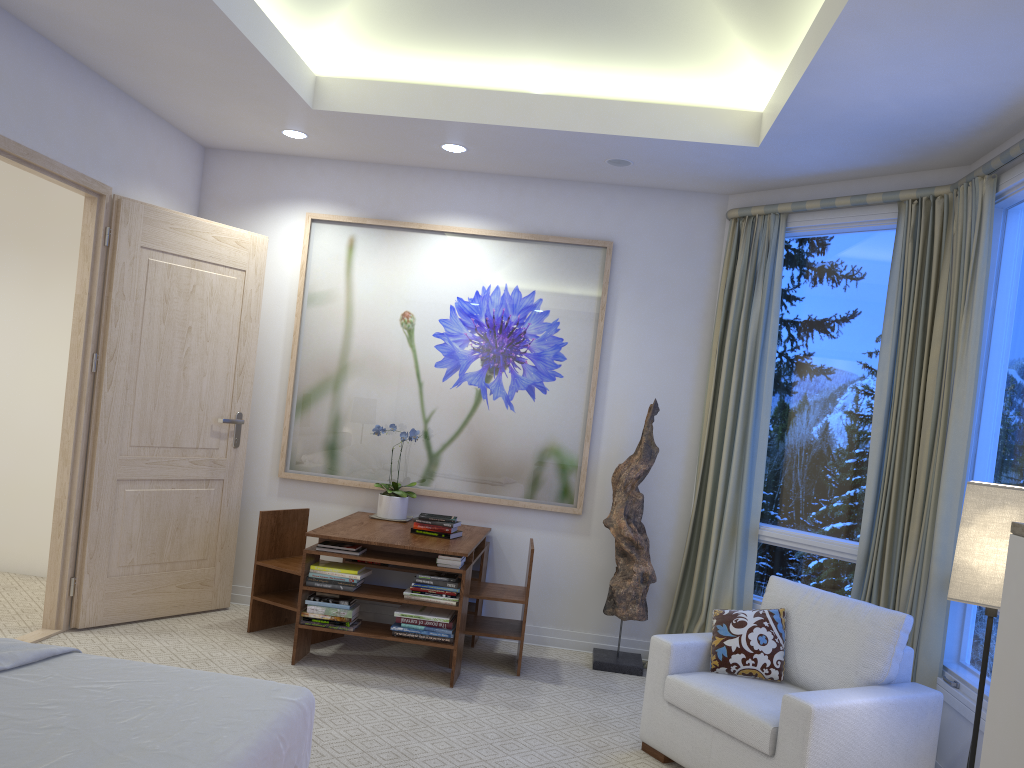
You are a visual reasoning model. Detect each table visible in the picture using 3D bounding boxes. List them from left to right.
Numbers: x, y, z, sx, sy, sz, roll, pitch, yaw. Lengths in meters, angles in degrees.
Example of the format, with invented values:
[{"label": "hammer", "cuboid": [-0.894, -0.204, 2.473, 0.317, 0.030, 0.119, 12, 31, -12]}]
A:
[{"label": "table", "cuboid": [-0.552, 1.021, 4.388, 0.740, 0.600, 0.900, 6, -1, 5]}]

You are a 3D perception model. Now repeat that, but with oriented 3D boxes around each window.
[{"label": "window", "cuboid": [1.813, 0.193, 2.876, 0.206, 2.029, 1.512, 7, 1, 5]}, {"label": "window", "cuboid": [1.198, 0.081, 1.277, 0.813, 2.027, 6.847, 7, -1, 5]}]

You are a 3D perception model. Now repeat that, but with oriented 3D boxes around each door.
[{"label": "door", "cuboid": [-1.873, 0.129, 4.023, 0.360, 2.058, 1.786, 7, 0, 22]}]

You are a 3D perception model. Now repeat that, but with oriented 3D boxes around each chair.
[{"label": "chair", "cuboid": [-1.055, 0.961, 4.464, 0.339, 0.611, 0.341, 7, 1, 30]}, {"label": "chair", "cuboid": [-0.097, 1.067, 4.354, 0.340, 0.611, 0.340, 6, 1, 0]}, {"label": "chair", "cuboid": [1.000, 1.115, 3.244, 0.689, 0.707, 0.804, 6, 0, -30]}]

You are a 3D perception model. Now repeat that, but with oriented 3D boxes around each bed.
[{"label": "bed", "cuboid": [-1.549, 0.727, 1.566, 2.018, 0.816, 1.969, 6, -1, 5]}]

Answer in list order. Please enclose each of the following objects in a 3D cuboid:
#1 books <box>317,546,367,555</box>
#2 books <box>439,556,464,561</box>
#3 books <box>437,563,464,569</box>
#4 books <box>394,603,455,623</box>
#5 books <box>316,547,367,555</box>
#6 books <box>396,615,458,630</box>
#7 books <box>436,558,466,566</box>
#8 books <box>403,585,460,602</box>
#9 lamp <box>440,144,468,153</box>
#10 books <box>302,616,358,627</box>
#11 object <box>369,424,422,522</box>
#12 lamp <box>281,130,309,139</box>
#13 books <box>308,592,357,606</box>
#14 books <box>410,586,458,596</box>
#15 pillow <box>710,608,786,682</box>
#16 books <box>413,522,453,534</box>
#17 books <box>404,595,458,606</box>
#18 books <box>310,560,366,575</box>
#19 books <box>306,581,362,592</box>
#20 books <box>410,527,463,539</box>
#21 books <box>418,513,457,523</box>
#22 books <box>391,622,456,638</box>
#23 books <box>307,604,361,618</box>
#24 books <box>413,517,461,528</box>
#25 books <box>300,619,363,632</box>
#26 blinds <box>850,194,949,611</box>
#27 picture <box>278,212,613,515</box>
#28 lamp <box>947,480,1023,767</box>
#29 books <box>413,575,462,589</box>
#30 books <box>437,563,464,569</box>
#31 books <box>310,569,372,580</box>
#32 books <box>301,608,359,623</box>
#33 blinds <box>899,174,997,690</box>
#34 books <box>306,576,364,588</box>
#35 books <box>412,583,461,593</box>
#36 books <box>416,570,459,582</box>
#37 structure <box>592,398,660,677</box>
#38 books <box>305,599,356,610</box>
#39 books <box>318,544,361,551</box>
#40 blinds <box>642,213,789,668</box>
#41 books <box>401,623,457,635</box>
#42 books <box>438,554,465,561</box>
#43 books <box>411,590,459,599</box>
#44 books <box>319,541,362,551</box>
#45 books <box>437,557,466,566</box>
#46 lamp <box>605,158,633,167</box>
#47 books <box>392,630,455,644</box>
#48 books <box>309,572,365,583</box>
[{"label": "books", "cuboid": [-0.778, 0.754, 4.047, 0.201, 0.015, 0.140, 6, -1, 5]}, {"label": "books", "cuboid": [-0.269, 0.775, 3.994, 0.100, 0.012, 0.140, 6, -1, 5]}, {"label": "books", "cuboid": [-0.275, 0.810, 3.995, 0.103, 0.013, 0.143, 6, -1, 5]}, {"label": "books", "cuboid": [-0.394, 1.043, 4.029, 0.249, 0.022, 0.180, 6, -1, 5]}, {"label": "books", "cuboid": [-0.777, 0.754, 4.047, 0.201, 0.014, 0.136, 6, -1, 5]}, {"label": "books", "cuboid": [-0.386, 1.069, 4.030, 0.256, 0.034, 0.155, 6, -1, 5]}, {"label": "books", "cuboid": [-0.273, 0.793, 4.000, 0.111, 0.022, 0.153, 6, -1, 5]}, {"label": "books", "cuboid": [-0.353, 0.952, 4.029, 0.249, 0.015, 0.180, 6, -1, 5]}, {"label": "lamp", "cuboid": [-0.287, -1.157, 4.368, 0.137, 0.014, 0.137, 7, -2, -23]}, {"label": "books", "cuboid": [-0.826, 1.068, 4.046, 0.217, 0.021, 0.157, 6, -1, 5]}, {"label": "object", "cuboid": [-0.631, 0.465, 4.708, 0.305, 0.505, 0.216, 7, 1, 5]}, {"label": "lamp", "cuboid": [-1.091, -1.247, 4.441, 0.137, 0.014, 0.137, 7, -2, -23]}, {"label": "books", "cuboid": [-0.818, 0.979, 4.037, 0.198, 0.017, 0.114, 6, -1, 5]}, {"label": "books", "cuboid": [-0.346, 0.927, 4.017, 0.209, 0.015, 0.146, 6, -1, 5]}, {"label": "pillow", "cuboid": [0.903, 0.979, 3.393, 0.284, 0.272, 0.187, 6, 1, 15]}, {"label": "books", "cuboid": [-0.372, 0.698, 4.332, 0.190, 0.031, 0.132, 6, -1, 10]}, {"label": "books", "cuboid": [-0.351, 0.966, 4.024, 0.239, 0.017, 0.173, 6, -1, 10]}, {"label": "books", "cuboid": [-0.793, 0.840, 4.055, 0.217, 0.019, 0.157, 6, -1, 5]}, {"label": "books", "cuboid": [-0.812, 0.912, 4.051, 0.217, 0.020, 0.157, 6, -1, 5]}, {"label": "books", "cuboid": [-0.368, 0.726, 4.341, 0.212, 0.027, 0.154, 6, -1, 20]}, {"label": "books", "cuboid": [-0.361, 0.655, 4.329, 0.180, 0.019, 0.125, 6, -1, 0]}, {"label": "books", "cuboid": [-0.392, 1.107, 4.025, 0.284, 0.018, 0.181, 6, -1, 5]}, {"label": "books", "cuboid": [-0.810, 1.022, 4.036, 0.208, 0.036, 0.144, 6, -1, 5]}, {"label": "books", "cuboid": [-0.364, 0.674, 4.331, 0.205, 0.020, 0.125, 6, -1, 15]}, {"label": "books", "cuboid": [-0.822, 1.088, 4.049, 0.242, 0.019, 0.168, 6, -1, 5]}, {"label": "blinds", "cuboid": [1.615, 0.361, 3.789, 0.270, 2.374, 0.522, 5, 2, -41]}, {"label": "picture", "cuboid": [-0.375, -0.119, 4.800, 1.679, 1.462, 0.030, 6, 2, 5]}, {"label": "lamp", "cuboid": [1.448, 0.909, 3.012, 0.276, 1.207, 1.531, 7, 0, 18]}, {"label": "books", "cuboid": [-0.331, 0.893, 4.020, 0.205, 0.026, 0.125, 6, -1, 10]}, {"label": "books", "cuboid": [-0.275, 0.810, 3.995, 0.101, 0.012, 0.140, 6, -1, 5]}, {"label": "books", "cuboid": [-0.781, 0.858, 4.062, 0.239, 0.019, 0.173, 6, -1, 10]}, {"label": "books", "cuboid": [-0.826, 1.048, 4.039, 0.233, 0.023, 0.141, 6, -1, 5]}, {"label": "blinds", "cuboid": [1.644, 0.361, 3.599, 0.266, 2.371, 0.524, 6, 1, -2]}, {"label": "books", "cuboid": [-0.805, 0.893, 4.049, 0.234, 0.019, 0.143, 6, -1, 5]}, {"label": "books", "cuboid": [-0.334, 0.913, 4.020, 0.217, 0.017, 0.137, 6, -1, 5]}, {"label": "books", "cuboid": [-0.336, 0.871, 4.018, 0.177, 0.017, 0.113, 6, -1, 5]}, {"label": "structure", "cuboid": [0.614, 0.761, 4.542, 0.305, 1.395, 0.263, 7, 1, 6]}, {"label": "books", "cuboid": [-0.825, 0.995, 4.040, 0.205, 0.019, 0.119, 6, -1, 5]}, {"label": "books", "cuboid": [-0.787, 0.740, 4.054, 0.174, 0.008, 0.111, 6, -1, 5]}, {"label": "blinds", "cuboid": [1.020, 0.308, 4.444, 0.295, 2.377, 0.640, 5, 2, -43]}, {"label": "books", "cuboid": [-0.366, 1.094, 4.020, 0.234, 0.018, 0.169, 6, -1, 10]}, {"label": "books", "cuboid": [-0.269, 0.775, 3.994, 0.103, 0.013, 0.143, 6, -1, 5]}, {"label": "books", "cuboid": [-0.341, 0.941, 4.015, 0.205, 0.011, 0.148, 6, -1, 5]}, {"label": "books", "cuboid": [-0.788, 0.740, 4.054, 0.177, 0.009, 0.113, 6, -1, 5]}, {"label": "books", "cuboid": [-0.273, 0.793, 4.000, 0.108, 0.020, 0.151, 6, -1, 5]}, {"label": "lamp", "cuboid": [0.519, -1.067, 4.296, 0.137, 0.014, 0.137, 7, -2, -23]}, {"label": "books", "cuboid": [-0.389, 1.129, 4.038, 0.276, 0.032, 0.192, 6, -1, 5]}, {"label": "books", "cuboid": [-0.799, 0.875, 4.054, 0.222, 0.020, 0.154, 6, -1, 5]}]
